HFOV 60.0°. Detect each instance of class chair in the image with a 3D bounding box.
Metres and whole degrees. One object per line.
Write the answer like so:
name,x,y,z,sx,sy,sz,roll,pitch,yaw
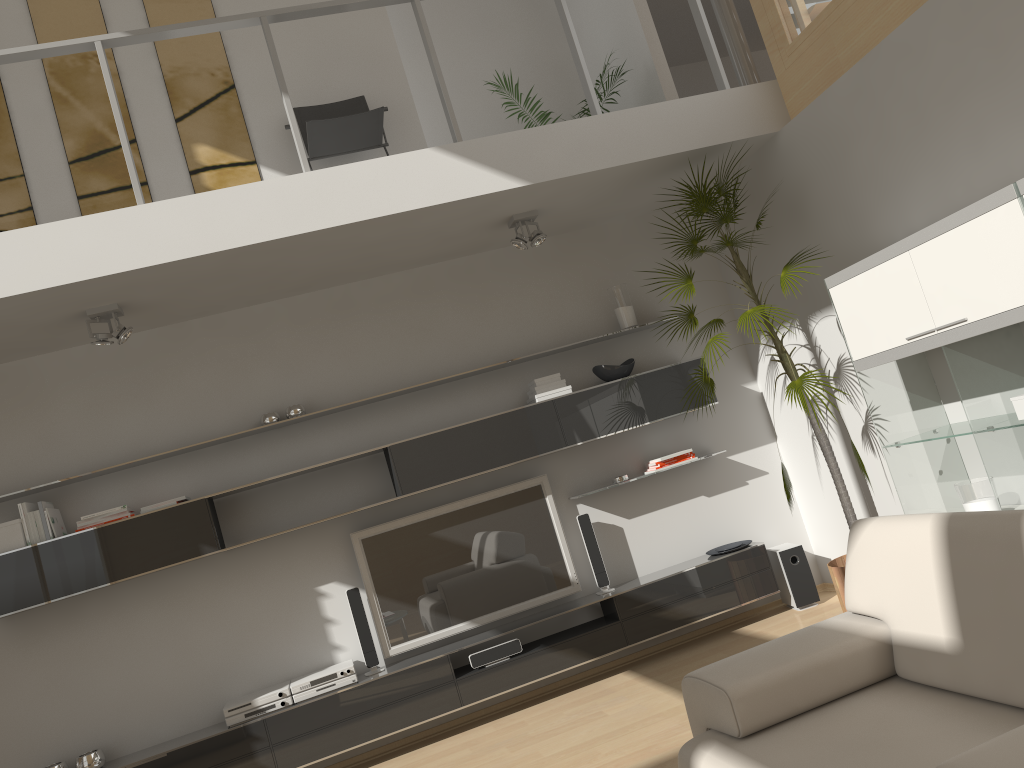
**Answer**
chair,1.099,0.781,2.088,1.165,0.846,1.562,-15,-6,-15
chair,-0.971,-1.392,5.252,0.628,0.825,0.537,-15,-6,-15

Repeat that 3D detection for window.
window,1.485,-3.123,3.759,0.020,2.200,2.525,-15,-6,-15

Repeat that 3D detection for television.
television,-0.265,1.059,5.254,1.224,0.735,0.096,-15,-6,-15

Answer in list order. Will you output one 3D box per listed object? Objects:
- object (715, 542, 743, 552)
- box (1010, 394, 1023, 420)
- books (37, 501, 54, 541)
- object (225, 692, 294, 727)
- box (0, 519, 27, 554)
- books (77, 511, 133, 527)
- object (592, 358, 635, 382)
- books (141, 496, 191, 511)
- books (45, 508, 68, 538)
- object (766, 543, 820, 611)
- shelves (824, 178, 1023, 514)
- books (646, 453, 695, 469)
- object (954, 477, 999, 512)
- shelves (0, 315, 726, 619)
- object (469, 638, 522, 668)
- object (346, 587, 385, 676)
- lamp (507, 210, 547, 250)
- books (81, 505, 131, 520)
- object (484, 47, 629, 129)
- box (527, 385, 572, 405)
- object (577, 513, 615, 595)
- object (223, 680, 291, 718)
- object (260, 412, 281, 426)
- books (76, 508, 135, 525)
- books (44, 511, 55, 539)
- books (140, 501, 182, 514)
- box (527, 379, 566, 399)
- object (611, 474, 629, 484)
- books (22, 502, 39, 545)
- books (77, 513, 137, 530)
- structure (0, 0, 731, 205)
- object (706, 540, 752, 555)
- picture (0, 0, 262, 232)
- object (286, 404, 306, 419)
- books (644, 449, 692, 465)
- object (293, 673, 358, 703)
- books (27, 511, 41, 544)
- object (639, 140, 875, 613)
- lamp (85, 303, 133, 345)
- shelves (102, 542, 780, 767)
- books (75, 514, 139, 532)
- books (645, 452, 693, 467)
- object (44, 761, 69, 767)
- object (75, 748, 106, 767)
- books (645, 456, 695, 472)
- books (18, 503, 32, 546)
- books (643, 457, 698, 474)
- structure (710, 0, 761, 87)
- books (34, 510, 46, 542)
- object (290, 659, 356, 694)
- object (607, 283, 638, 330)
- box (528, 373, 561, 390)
object,1.347,1.019,5.501,0.178,0.020,0.178,-13,-7,-31
box,2.079,0.071,3.474,0.146,0.094,0.146,-16,-6,-10
books,-2.460,0.732,4.718,0.021,0.210,0.207,-15,-6,-15
object,-1.356,1.749,4.785,0.349,0.049,0.262,-15,-6,-15
box,-2.649,0.813,4.639,0.232,0.149,0.232,-15,-6,-15
books,-2.181,0.729,4.761,0.254,0.015,0.190,-15,-6,-19
object,0.650,-0.077,5.553,0.317,0.125,0.223,-13,-7,-36
books,-1.888,0.658,4.849,0.230,0.017,0.227,-15,-6,-15
books,-2.429,0.746,4.738,0.023,0.169,0.230,-15,-6,-15
object,1.754,1.201,5.536,0.150,0.374,0.275,-16,-6,-4
shelves,2.205,0.077,3.086,0.408,1.756,2.432,-15,-6,-15
books,0.993,0.484,5.554,0.254,0.015,0.190,-15,-6,-19
object,2.065,0.513,3.916,0.130,0.177,0.172,-14,-6,-25
shelves,-0.771,0.539,5.124,4.236,0.914,0.300,-15,-6,-15
object,-0.096,1.526,5.010,0.300,0.092,0.085,-15,-6,-15
object,-0.839,1.388,4.999,0.111,0.483,0.116,-15,-6,-18
lamp,0.085,-0.875,5.123,0.214,0.195,0.150,-15,-6,-15
books,-2.181,0.698,4.776,0.227,0.017,0.230,-15,-6,-20
object,0.355,-1.809,6.290,1.331,1.069,1.491,-15,-6,-17
box,0.230,0.079,5.438,0.232,0.047,0.232,-15,-6,-15
object,0.494,1.023,5.367,0.111,0.483,0.116,-16,-6,-8
object,-1.370,1.703,4.790,0.349,0.049,0.262,-15,-6,-15
object,-1.396,0.206,5.126,0.115,0.081,0.115,-13,-7,-34
books,-2.177,0.712,4.761,0.254,0.015,0.190,-15,-6,-13
books,-2.438,0.753,4.721,0.009,0.156,0.207,-15,-6,-15
books,-1.896,0.677,4.849,0.190,0.015,0.254,-16,-6,-8
box,0.214,0.034,5.444,0.200,0.047,0.200,-15,-6,-15
object,0.671,0.590,5.491,0.106,0.035,0.105,-19,-6,21
books,-2.534,0.745,4.713,0.017,0.227,0.230,-15,-6,-15
books,-2.168,0.739,4.763,0.268,0.011,0.190,-15,-6,-13
structure,-1.162,-1.455,4.488,5.400,0.900,0.080,-15,-6,-15
object,1.348,1.021,5.501,0.294,0.020,0.294,-20,-6,25
picture,-2.556,-1.826,5.290,1.684,1.800,0.010,-15,-6,-15
object,-1.250,0.161,5.122,0.115,0.081,0.115,-13,-7,-34
books,0.976,0.456,5.545,0.227,0.017,0.230,-15,-6,-20
object,-1.026,1.659,4.880,0.349,0.049,0.250,-15,-6,-15
books,-2.503,0.765,4.707,0.027,0.169,0.230,-15,-6,-15
object,1.765,-0.146,4.236,0.983,2.668,2.706,-13,-7,-34
lamp,-2.059,-0.288,4.538,0.214,0.195,0.150,-15,-6,-15
shelves,-0.425,1.680,5.003,4.236,0.312,0.300,-15,-6,-15
books,-2.161,0.749,4.762,0.297,0.013,0.210,-15,-6,-15
books,0.981,0.472,5.556,0.254,0.015,0.190,-15,-6,-13
object,-2.350,2.003,4.550,0.143,0.091,0.143,-19,-6,17
object,-2.184,1.958,4.594,0.143,0.091,0.143,-19,-6,17
books,0.988,0.499,5.549,0.268,0.011,0.190,-15,-6,-13
books,-2.550,0.748,4.702,0.017,0.227,0.230,-15,-6,-15
books,0.988,0.512,5.547,0.296,0.013,0.210,-15,-6,-15
structure,1.106,-2.832,5.403,0.122,2.400,0.121,-20,-7,27
books,-2.479,0.759,4.722,0.027,0.169,0.230,-15,-6,-15
object,-1.039,1.612,4.880,0.349,0.049,0.262,-15,-6,-15
object,0.715,-0.485,5.683,0.129,0.291,0.129,-12,-8,-42
box,0.201,-0.011,5.447,0.168,0.047,0.168,-15,-6,-15
